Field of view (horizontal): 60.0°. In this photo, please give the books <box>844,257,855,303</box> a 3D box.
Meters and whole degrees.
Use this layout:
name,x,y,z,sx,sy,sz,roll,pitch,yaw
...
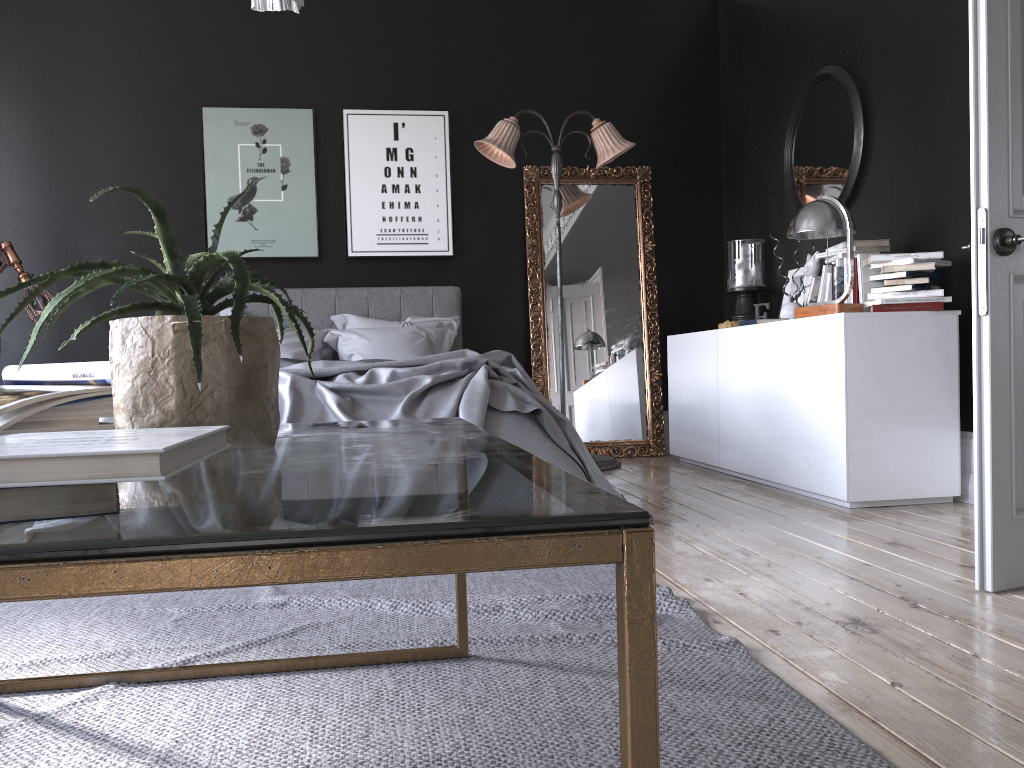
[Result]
name,x,y,z,sx,sy,sz,roll,pitch,yaw
books,1.789,-0.486,4.487,0.220,0.307,0.024,-2,2,-9

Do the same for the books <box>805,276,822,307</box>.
name,x,y,z,sx,sy,sz,roll,pitch,yaw
books,1.709,-0.459,4.830,0.203,0.246,0.158,-2,2,-9

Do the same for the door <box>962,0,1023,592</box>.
name,x,y,z,sx,sy,sz,roll,pitch,yaw
door,1.801,-0.616,2.675,1.097,2.375,0.216,-2,2,-21

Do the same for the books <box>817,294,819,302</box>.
name,x,y,z,sx,sy,sz,roll,pitch,yaw
books,1.745,-0.458,4.793,0.195,0.245,0.132,-2,2,-9

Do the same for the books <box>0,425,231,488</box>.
name,x,y,z,sx,sy,sz,roll,pitch,yaw
books,-0.390,0.062,0.792,0.220,0.024,0.307,-2,1,-9

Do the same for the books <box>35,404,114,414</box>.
name,x,y,z,sx,sy,sz,roll,pitch,yaw
books,-0.848,0.043,1.529,0.252,0.011,0.318,-2,1,-37

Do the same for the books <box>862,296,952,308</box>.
name,x,y,z,sx,sy,sz,roll,pitch,yaw
books,1.826,-0.380,4.113,0.319,0.025,0.228,-2,1,1

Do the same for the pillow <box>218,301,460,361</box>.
name,x,y,z,sx,sy,sz,roll,pitch,yaw
pillow,-1.226,-0.219,5.968,1.830,0.760,0.680,-2,1,-9

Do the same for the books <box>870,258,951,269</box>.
name,x,y,z,sx,sy,sz,roll,pitch,yaw
books,1.859,-0.556,4.136,0.307,0.024,0.220,-2,1,-34

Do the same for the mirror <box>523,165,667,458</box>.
name,x,y,z,sx,sy,sz,roll,pitch,yaw
mirror,0.616,-0.544,6.610,0.991,2.193,0.254,-2,2,-9

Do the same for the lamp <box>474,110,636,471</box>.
name,x,y,z,sx,sy,sz,roll,pitch,yaw
lamp,0.326,-0.642,6.023,0.986,2.413,0.772,-1,2,24

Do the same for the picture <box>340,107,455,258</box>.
name,x,y,z,sx,sy,sz,roll,pitch,yaw
picture,-0.826,-1.459,6.441,0.791,1.079,0.014,-2,2,-9

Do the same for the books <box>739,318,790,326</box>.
name,x,y,z,sx,sy,sz,roll,pitch,yaw
books,1.414,-0.345,4.973,0.193,0.030,0.289,-2,1,-3

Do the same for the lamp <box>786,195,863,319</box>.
name,x,y,z,sx,sy,sz,roll,pitch,yaw
lamp,1.512,-0.618,4.308,0.328,0.591,0.340,-3,2,-29

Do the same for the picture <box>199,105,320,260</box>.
name,x,y,z,sx,sy,sz,roll,pitch,yaw
picture,-1.784,-1.428,6.293,0.791,1.079,0.014,-2,2,-9

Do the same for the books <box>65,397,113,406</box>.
name,x,y,z,sx,sy,sz,roll,pitch,yaw
books,-0.849,0.033,1.537,0.252,0.011,0.318,-2,1,-32

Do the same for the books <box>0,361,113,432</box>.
name,x,y,z,sx,sy,sz,roll,pitch,yaw
books,-0.828,0.020,1.460,0.322,0.109,0.273,-1,1,26

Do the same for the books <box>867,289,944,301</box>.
name,x,y,z,sx,sy,sz,roll,pitch,yaw
books,1.830,-0.409,4.140,0.318,0.031,0.229,-1,1,21

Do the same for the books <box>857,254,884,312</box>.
name,x,y,z,sx,sy,sz,roll,pitch,yaw
books,1.810,-0.485,4.354,0.220,0.308,0.050,-2,2,-9

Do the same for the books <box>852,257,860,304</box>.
name,x,y,z,sx,sy,sz,roll,pitch,yaw
books,1.806,-0.480,4.397,0.235,0.295,0.038,-2,2,-9

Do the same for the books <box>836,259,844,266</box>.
name,x,y,z,sx,sy,sz,roll,pitch,yaw
books,1.777,-0.487,4.565,0.220,0.307,0.024,-2,2,-9

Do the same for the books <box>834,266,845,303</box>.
name,x,y,z,sx,sy,sz,roll,pitch,yaw
books,1.743,-0.465,4.534,0.204,0.270,0.029,-2,2,-9

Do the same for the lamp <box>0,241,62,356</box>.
name,x,y,z,sx,sy,sz,roll,pitch,yaw
lamp,-3.549,-0.204,5.688,1.718,1.780,0.436,-1,2,29

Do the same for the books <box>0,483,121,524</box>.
name,x,y,z,sx,sy,sz,roll,pitch,yaw
books,-0.454,0.091,0.787,0.193,0.030,0.289,-2,1,-25

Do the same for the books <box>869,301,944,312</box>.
name,x,y,z,sx,sy,sz,roll,pitch,yaw
books,1.820,-0.348,4.107,0.295,0.038,0.234,-1,1,18

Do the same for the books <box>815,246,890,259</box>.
name,x,y,z,sx,sy,sz,roll,pitch,yaw
books,1.765,-0.681,4.600,0.220,0.024,0.307,-2,1,-19

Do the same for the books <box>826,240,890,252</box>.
name,x,y,z,sx,sy,sz,roll,pitch,yaw
books,1.791,-0.710,4.604,0.220,0.030,0.306,-2,1,1

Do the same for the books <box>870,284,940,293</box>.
name,x,y,z,sx,sy,sz,roll,pitch,yaw
books,1.838,-0.439,4.144,0.268,0.029,0.203,-2,1,-39

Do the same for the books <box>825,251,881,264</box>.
name,x,y,z,sx,sy,sz,roll,pitch,yaw
books,1.767,-0.656,4.608,0.195,0.026,0.258,-2,1,1

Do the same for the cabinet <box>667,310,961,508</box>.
name,x,y,z,sx,sy,sz,roll,pitch,yaw
cabinet,1.576,0.104,5.158,0.570,0.883,2.395,-2,1,-9

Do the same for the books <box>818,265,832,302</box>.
name,x,y,z,sx,sy,sz,roll,pitch,yaw
books,1.750,-0.484,4.745,0.220,0.296,0.126,-2,2,-9

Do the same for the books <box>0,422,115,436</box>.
name,x,y,z,sx,sy,sz,roll,pitch,yaw
books,-0.840,0.076,1.486,0.252,0.011,0.318,-2,1,-42

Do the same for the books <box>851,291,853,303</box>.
name,x,y,z,sx,sy,sz,roll,pitch,yaw
books,1.796,-0.462,4.460,0.195,0.259,0.026,-2,2,-9

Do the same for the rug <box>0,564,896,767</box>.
name,x,y,z,sx,sy,sz,roll,pitch,yaw
rug,-0.391,0.641,1.353,2.105,0.050,3.643,-2,1,-8

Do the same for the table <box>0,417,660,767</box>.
name,x,y,z,sx,sy,sz,roll,pitch,yaw
table,-0.540,0.380,1.274,1.092,0.558,1.448,-2,1,-9

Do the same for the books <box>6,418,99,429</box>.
name,x,y,z,sx,sy,sz,roll,pitch,yaw
books,-0.856,0.065,1.527,0.252,0.011,0.318,-2,1,-27

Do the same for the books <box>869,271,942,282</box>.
name,x,y,z,sx,sy,sz,roll,pitch,yaw
books,1.835,-0.499,4.136,0.289,0.030,0.193,-2,1,-35

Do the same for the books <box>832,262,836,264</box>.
name,x,y,z,sx,sy,sz,roll,pitch,yaw
books,1.791,-0.488,4.657,0.221,0.307,0.030,-2,2,-9

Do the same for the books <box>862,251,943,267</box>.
name,x,y,z,sx,sy,sz,roll,pitch,yaw
books,1.817,-0.581,4.136,0.306,0.030,0.220,-2,1,11

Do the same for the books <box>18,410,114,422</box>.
name,x,y,z,sx,sy,sz,roll,pitch,yaw
books,-0.852,0.054,1.511,0.252,0.011,0.318,-2,1,-37

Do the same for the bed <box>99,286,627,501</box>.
name,x,y,z,sx,sy,sz,roll,pitch,yaw
bed,-1.108,-0.021,4.867,2.764,1.299,3.282,-2,1,-20

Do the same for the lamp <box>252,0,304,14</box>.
name,x,y,z,sx,sy,sz,roll,pitch,yaw
lamp,-0.784,-2.223,2.788,0.782,2.050,0.783,0,2,35

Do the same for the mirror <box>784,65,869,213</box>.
name,x,y,z,sx,sy,sz,roll,pitch,yaw
mirror,1.846,-1.407,5.292,0.061,0.925,0.924,-2,1,-9

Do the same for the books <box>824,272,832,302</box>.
name,x,y,z,sx,sy,sz,roll,pitch,yaw
books,1.757,-0.464,4.713,0.195,0.256,0.091,-2,2,-9

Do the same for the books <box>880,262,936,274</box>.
name,x,y,z,sx,sy,sz,roll,pitch,yaw
books,1.840,-0.529,4.131,0.220,0.030,0.306,-1,1,21

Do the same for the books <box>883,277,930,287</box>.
name,x,y,z,sx,sy,sz,roll,pitch,yaw
books,1.843,-0.469,4.150,0.193,0.030,0.289,-1,1,22

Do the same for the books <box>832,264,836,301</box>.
name,x,y,z,sx,sy,sz,roll,pitch,yaw
books,1.750,-0.478,4.589,0.193,0.290,0.030,-2,2,-9
